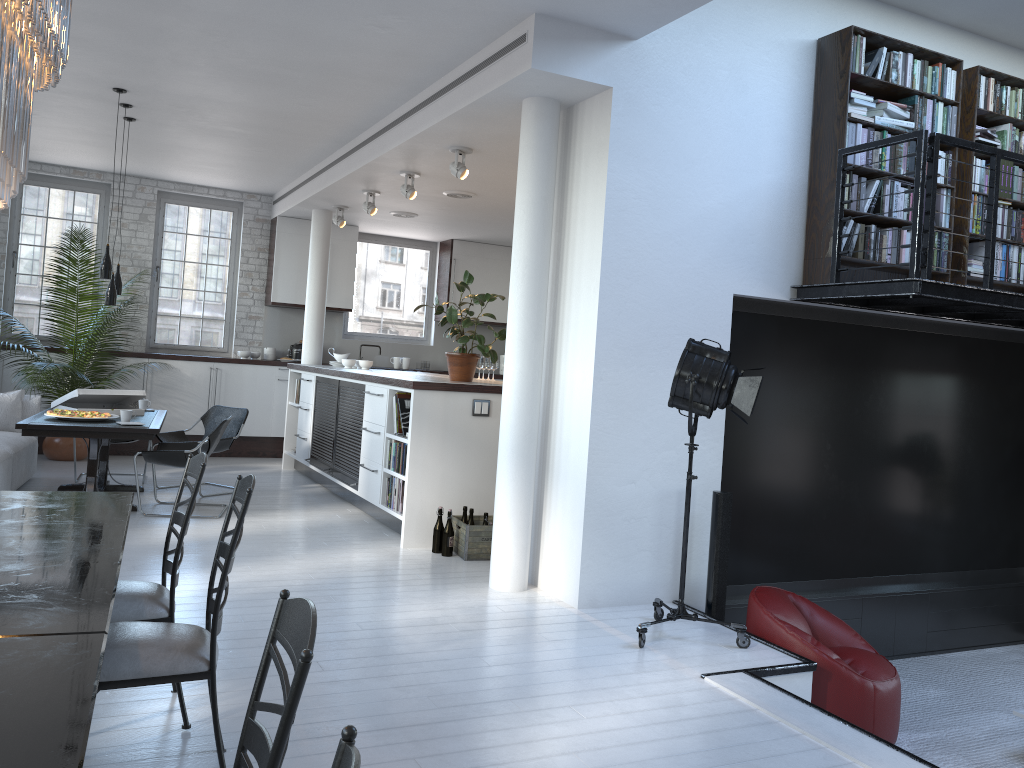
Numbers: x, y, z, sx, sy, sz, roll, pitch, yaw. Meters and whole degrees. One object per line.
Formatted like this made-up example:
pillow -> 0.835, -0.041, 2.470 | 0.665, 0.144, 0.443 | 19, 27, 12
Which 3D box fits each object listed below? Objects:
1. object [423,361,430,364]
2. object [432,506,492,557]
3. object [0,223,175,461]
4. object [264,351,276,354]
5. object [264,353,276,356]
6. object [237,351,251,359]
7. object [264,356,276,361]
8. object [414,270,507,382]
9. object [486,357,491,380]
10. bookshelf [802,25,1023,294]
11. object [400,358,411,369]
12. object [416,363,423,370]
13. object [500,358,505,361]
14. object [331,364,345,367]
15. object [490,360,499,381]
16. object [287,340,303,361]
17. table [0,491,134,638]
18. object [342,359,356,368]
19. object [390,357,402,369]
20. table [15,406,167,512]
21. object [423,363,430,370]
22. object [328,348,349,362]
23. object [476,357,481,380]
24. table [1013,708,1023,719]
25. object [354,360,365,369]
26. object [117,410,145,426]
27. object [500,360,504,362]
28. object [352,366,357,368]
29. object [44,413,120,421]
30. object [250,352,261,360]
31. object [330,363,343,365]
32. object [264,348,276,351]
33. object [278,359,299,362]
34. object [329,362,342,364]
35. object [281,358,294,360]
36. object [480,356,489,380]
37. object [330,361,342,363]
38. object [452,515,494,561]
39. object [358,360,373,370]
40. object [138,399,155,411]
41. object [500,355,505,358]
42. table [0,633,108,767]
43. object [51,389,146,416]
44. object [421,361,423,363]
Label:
object -> -1.157, -0.262, 12.019 | 0.094, 0.098, 0.094 | 4, 0, -9
object -> -0.280, 1.049, 6.287 | 0.556, 0.324, 0.289 | 4, 0, 1
object -> -4.903, -0.465, 9.482 | 1.924, 2.623, 2.397 | 4, 0, 21
object -> -3.084, -0.394, 11.285 | 0.153, 0.062, 0.153 | 4, 1, 3
object -> -3.086, -0.364, 11.285 | 0.153, 0.074, 0.153 | 4, 1, -23
object -> -3.307, -0.356, 10.945 | 0.156, 0.093, 0.157 | 4, 1, -28
object -> -3.087, -0.329, 11.288 | 0.153, 0.055, 0.153 | 4, 1, 17
object -> -0.404, -0.466, 7.091 | 0.776, 0.891, 0.436 | 4, 0, 32
object -> -0.215, -0.144, 8.331 | 0.083, 0.223, 0.082 | 4, -1, 29
bookshelf -> 4.307, -1.250, 4.438 | 3.085, 1.616, 4.481 | 4, 1, -26
object -> -1.406, -0.271, 11.708 | 0.109, 0.152, 0.138 | 4, 0, 24
object -> -1.256, -0.238, 11.976 | 0.094, 0.098, 0.094 | 4, 0, -43
object -> -0.100, -0.348, 12.705 | 0.153, 0.067, 0.152 | 4, 1, 20
object -> -1.954, -0.209, 10.115 | 0.261, 0.028, 0.262 | 3, 2, -37
object -> -0.170, -0.139, 8.241 | 0.082, 0.223, 0.082 | 4, -1, -12
object -> -2.674, -0.421, 11.377 | 0.413, 0.291, 0.279 | 4, 0, -26
table -> -1.729, 0.844, 2.792 | 0.890, 0.697, 1.998 | 4, 1, -22
object -> -1.745, -0.215, 9.475 | 0.156, 0.093, 0.157 | 4, 1, -26
object -> -1.531, -0.280, 11.738 | 0.138, 0.152, 0.109 | 4, 0, -31
table -> -3.438, 0.614, 7.378 | 0.958, 0.703, 1.919 | 4, 1, -20
object -> -1.160, -0.232, 12.019 | 0.094, 0.098, 0.094 | 4, 0, -9
object -> -1.972, -0.320, 10.117 | 0.269, 0.173, 0.130 | 4, 0, 3
object -> -0.303, -0.150, 8.306 | 0.083, 0.223, 0.082 | 4, -1, 30
table -> 3.541, 1.929, 4.218 | 1.164, 0.244, 1.667 | 3, 1, -26
object -> -1.644, -0.212, 9.638 | 0.156, 0.093, 0.157 | 3, 1, -40
object -> -2.950, 0.260, 6.833 | 0.175, 0.097, 0.302 | 3, 1, -36
object -> -0.102, -0.318, 12.707 | 0.153, 0.076, 0.154 | 4, 1, -5
object -> -1.765, -0.196, 9.865 | 0.235, 0.041, 0.236 | 3, 1, -31
object -> -3.351, 0.262, 6.910 | 0.531, 0.042, 0.533 | 3, 2, -29
object -> -3.223, -0.353, 11.090 | 0.157, 0.093, 0.156 | 5, 1, 44
object -> -1.954, -0.217, 10.115 | 0.261, 0.028, 0.262 | 4, 1, -2
object -> -3.084, -0.427, 11.287 | 0.154, 0.075, 0.152 | 5, 1, 31
object -> -2.801, -0.291, 11.067 | 0.261, 0.028, 0.262 | 3, 2, -39
object -> -1.953, -0.224, 10.115 | 0.261, 0.028, 0.262 | 4, 1, -2
object -> -2.807, -0.307, 11.068 | 0.138, 0.044, 0.136 | 5, 1, 26
object -> -0.262, -0.145, 8.220 | 0.082, 0.223, 0.082 | 4, -1, 7
object -> -1.952, -0.239, 10.115 | 0.261, 0.028, 0.262 | 3, 2, -39
object -> -0.173, 1.093, 6.339 | 0.455, 0.248, 0.390 | 4, 1, -21
object -> -1.567, -0.203, 9.480 | 0.156, 0.093, 0.157 | 4, 1, -11
object -> -3.404, 0.196, 8.182 | 0.204, 0.098, 0.176 | 4, 1, -21
object -> -0.100, -0.380, 12.708 | 0.153, 0.070, 0.152 | 4, 1, 20
table -> -0.996, 0.938, 0.930 | 0.890, 0.697, 1.998 | 4, 1, -22
object -> -3.565, 0.138, 7.655 | 0.588, 0.216, 0.590 | 5, 1, 43
object -> -1.203, -0.267, 12.113 | 0.094, 0.098, 0.094 | 4, 0, -43
